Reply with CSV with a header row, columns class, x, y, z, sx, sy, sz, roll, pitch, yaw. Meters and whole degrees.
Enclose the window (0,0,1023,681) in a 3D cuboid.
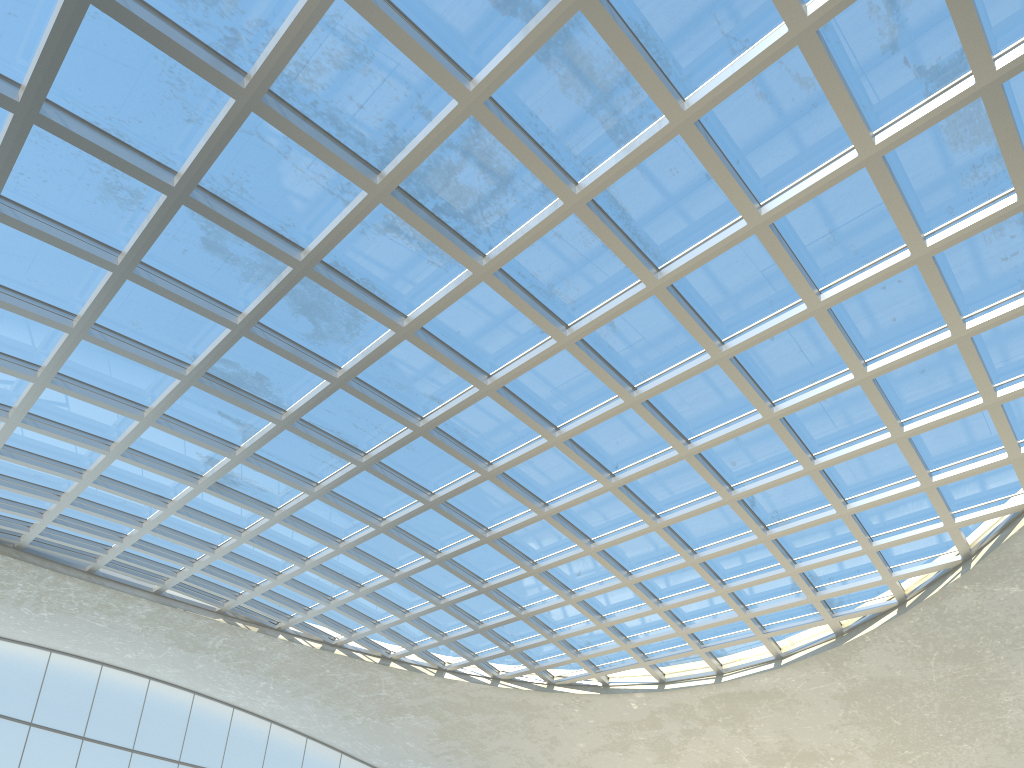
class,x,y,z,sx,sy,sz,roll,pitch,yaw
window,-7.961,4.910,44.932,83.283,9.618,87.002,-26,-47,36
